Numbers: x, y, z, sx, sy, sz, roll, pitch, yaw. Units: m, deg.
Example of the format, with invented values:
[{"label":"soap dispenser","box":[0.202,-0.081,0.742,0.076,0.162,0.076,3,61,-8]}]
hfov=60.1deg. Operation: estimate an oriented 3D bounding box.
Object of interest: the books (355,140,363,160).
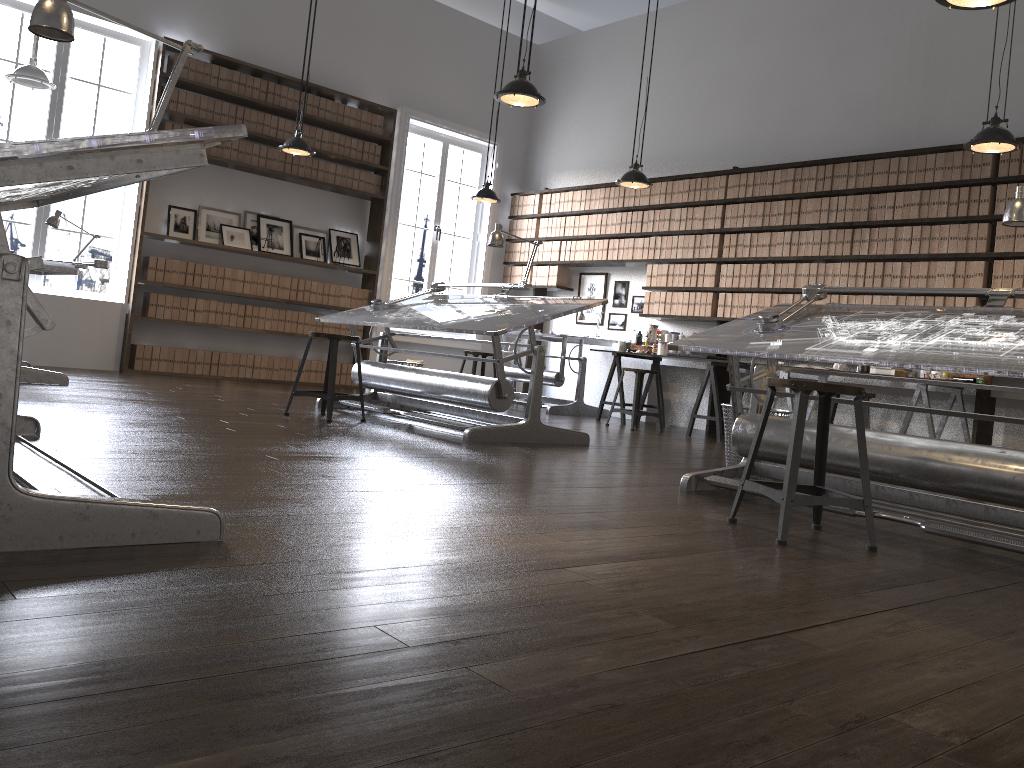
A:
[{"label":"books","box":[-1.655,-2.451,9.348,0.066,0.226,0.175,7,-1,-41]}]

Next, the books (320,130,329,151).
[{"label":"books","box":[-1.962,-2.476,9.079,0.066,0.226,0.175,7,-1,-41]}]

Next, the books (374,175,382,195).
[{"label":"books","box":[-1.485,-2.123,9.514,0.066,0.226,0.175,7,-1,-41]}]

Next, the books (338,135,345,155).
[{"label":"books","box":[-1.815,-2.464,9.209,0.066,0.226,0.175,7,-1,-41]}]

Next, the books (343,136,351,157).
[{"label":"books","box":[-1.762,-2.460,9.255,0.066,0.226,0.175,7,-1,-41]}]

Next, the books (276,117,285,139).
[{"label":"books","box":[-2.326,-2.507,8.763,0.066,0.226,0.175,7,-1,-41]}]

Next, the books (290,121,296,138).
[{"label":"books","box":[-2.226,-2.499,8.853,0.066,0.226,0.175,7,-1,-41]}]

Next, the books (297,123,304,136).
[{"label":"books","box":[-2.173,-2.494,8.893,0.066,0.226,0.175,7,-1,-41]}]

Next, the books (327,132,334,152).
[{"label":"books","box":[-1.915,-2.473,9.121,0.066,0.226,0.175,7,-1,-41]}]

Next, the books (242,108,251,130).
[{"label":"books","box":[-2.591,-2.530,8.541,0.066,0.226,0.175,7,-1,-41]}]

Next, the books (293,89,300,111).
[{"label":"books","box":[-2.193,-2.816,8.862,0.066,0.226,0.175,7,-1,-41]}]

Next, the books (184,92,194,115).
[{"label":"books","box":[-3.010,-2.565,8.175,0.066,0.226,0.175,7,-1,-41]}]

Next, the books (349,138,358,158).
[{"label":"books","box":[-1.706,-2.455,9.298,0.066,0.226,0.175,7,-1,-41]}]

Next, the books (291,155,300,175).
[{"label":"books","box":[-2.213,-2.185,8.889,0.066,0.226,0.175,7,-1,-41]}]

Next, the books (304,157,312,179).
[{"label":"books","box":[-2.106,-2.176,8.980,0.066,0.226,0.175,7,-1,-41]}]

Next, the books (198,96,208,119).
[{"label":"books","box":[-2.911,-2.557,8.257,0.066,0.226,0.175,7,-1,-41]}]

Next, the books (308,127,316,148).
[{"label":"books","box":[-2.071,-2.486,8.988,0.066,0.226,0.175,7,-1,-41]}]

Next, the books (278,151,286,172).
[{"label":"books","box":[-2.325,-2.194,8.792,0.066,0.226,0.175,7,-1,-41]}]

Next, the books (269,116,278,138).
[{"label":"books","box":[-2.383,-2.512,8.716,0.066,0.226,0.175,7,-1,-41]}]

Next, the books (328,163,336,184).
[{"label":"books","box":[-1.902,-2.158,9.152,0.066,0.226,0.175,7,-1,-41]}]

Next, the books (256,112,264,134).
[{"label":"books","box":[-2.490,-2.521,8.619,0.066,0.226,0.175,7,-1,-41]}]

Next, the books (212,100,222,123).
[{"label":"books","box":[-2.810,-2.549,8.351,0.066,0.226,0.175,7,-1,-41]}]

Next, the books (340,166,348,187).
[{"label":"books","box":[-1.796,-2.149,9.247,0.066,0.226,0.175,7,-1,-41]}]

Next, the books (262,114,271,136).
[{"label":"books","box":[-2.435,-2.517,8.666,0.066,0.226,0.175,7,-1,-41]}]

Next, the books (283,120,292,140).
[{"label":"books","box":[-2.272,-2.503,8.811,0.066,0.226,0.175,7,-1,-41]}]

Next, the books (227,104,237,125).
[{"label":"books","box":[-2.704,-2.540,8.444,0.066,0.226,0.175,7,-1,-41]}]

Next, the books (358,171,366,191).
[{"label":"books","box":[-1.632,-2.135,9.380,0.066,0.226,0.175,7,-1,-41]}]

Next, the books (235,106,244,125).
[{"label":"books","box":[-2.644,-2.534,8.488,0.066,0.226,0.175,7,-1,-41]}]

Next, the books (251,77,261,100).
[{"label":"books","box":[-2.512,-2.843,8.580,0.066,0.226,0.175,7,-1,-41]}]

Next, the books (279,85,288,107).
[{"label":"books","box":[-2.296,-2.825,8.764,0.066,0.226,0.175,7,-1,-41]}]

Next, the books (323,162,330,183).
[{"label":"books","box":[-1.950,-2.162,9.113,0.066,0.226,0.175,7,-1,-41]}]

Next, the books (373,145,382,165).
[{"label":"books","box":[-1.484,-2.436,9.492,0.066,0.226,0.175,7,-1,-41]}]

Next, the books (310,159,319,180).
[{"label":"books","box":[-2.052,-2.171,9.027,0.066,0.226,0.175,7,-1,-41]}]

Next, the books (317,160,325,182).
[{"label":"books","box":[-1.998,-2.166,9.066,0.066,0.226,0.175,7,-1,-41]}]

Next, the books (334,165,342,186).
[{"label":"books","box":[-1.846,-2.153,9.198,0.066,0.226,0.175,7,-1,-41]}]

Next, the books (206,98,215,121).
[{"label":"books","box":[-2.864,-2.553,8.305,0.066,0.226,0.175,7,-1,-41]}]

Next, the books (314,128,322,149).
[{"label":"books","box":[-2.015,-2.481,9.031,0.066,0.226,0.175,7,-1,-41]}]

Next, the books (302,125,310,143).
[{"label":"books","box":[-2.125,-2.490,8.944,0.066,0.226,0.175,7,-1,-41]}]

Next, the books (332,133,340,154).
[{"label":"books","box":[-1.862,-2.468,9.161,0.066,0.226,0.175,7,-1,-41]}]

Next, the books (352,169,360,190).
[{"label":"books","box":[-1.689,-2.140,9.336,0.066,0.226,0.175,7,-1,-41]}]

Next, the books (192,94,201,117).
[{"label":"books","box":[-2.964,-2.562,8.217,0.066,0.226,0.175,7,-1,-41]}]

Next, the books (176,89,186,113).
[{"label":"books","box":[-3.064,-2.570,8.126,0.066,0.226,0.175,7,-1,-41]}]

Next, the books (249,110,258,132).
[{"label":"books","box":[-2.540,-2.526,8.581,0.066,0.226,0.175,7,-1,-41]}]

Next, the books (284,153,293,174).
[{"label":"books","box":[-2.266,-2.189,8.836,0.066,0.226,0.175,7,-1,-41]}]

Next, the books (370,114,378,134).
[{"label":"books","box":[-1.512,-2.758,9.449,0.066,0.226,0.175,7,-1,-41]}]

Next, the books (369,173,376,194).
[{"label":"books","box":[-1.538,-2.127,9.468,0.066,0.226,0.175,7,-1,-41]}]

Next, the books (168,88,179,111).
[{"label":"books","box":[-3.119,-2.575,8.083,0.066,0.226,0.175,7,-1,-41]}]

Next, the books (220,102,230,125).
[{"label":"books","box":[-2.754,-2.544,8.394,0.066,0.226,0.175,7,-1,-41]}]

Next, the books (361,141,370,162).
[{"label":"books","box":[-1.595,-2.445,9.393,0.066,0.226,0.175,7,-1,-41]}]

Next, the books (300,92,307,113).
[{"label":"books","box":[-2.139,-2.812,8.906,0.066,0.226,0.175,7,-1,-41]}]

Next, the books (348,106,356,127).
[{"label":"books","box":[-1.712,-2.775,9.272,0.066,0.226,0.175,7,-1,-41]}]

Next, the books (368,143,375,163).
[{"label":"books","box":[-1.543,-2.441,9.445,0.066,0.226,0.175,7,-1,-41]}]

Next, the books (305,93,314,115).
[{"label":"books","box":[-2.082,-2.807,8.954,0.066,0.226,0.175,7,-1,-41]}]

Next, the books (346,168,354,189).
[{"label":"books","box":[-1.744,-2.145,9.294,0.066,0.226,0.175,7,-1,-41]}]

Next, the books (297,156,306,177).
[{"label":"books","box":[-2.156,-2.180,8.931,0.066,0.226,0.175,7,-1,-41]}]

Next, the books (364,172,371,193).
[{"label":"books","box":[-1.582,-2.131,9.424,0.066,0.226,0.175,7,-1,-41]}]

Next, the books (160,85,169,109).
[{"label":"books","box":[-3.173,-2.579,8.039,0.066,0.226,0.175,7,-1,-41]}]
